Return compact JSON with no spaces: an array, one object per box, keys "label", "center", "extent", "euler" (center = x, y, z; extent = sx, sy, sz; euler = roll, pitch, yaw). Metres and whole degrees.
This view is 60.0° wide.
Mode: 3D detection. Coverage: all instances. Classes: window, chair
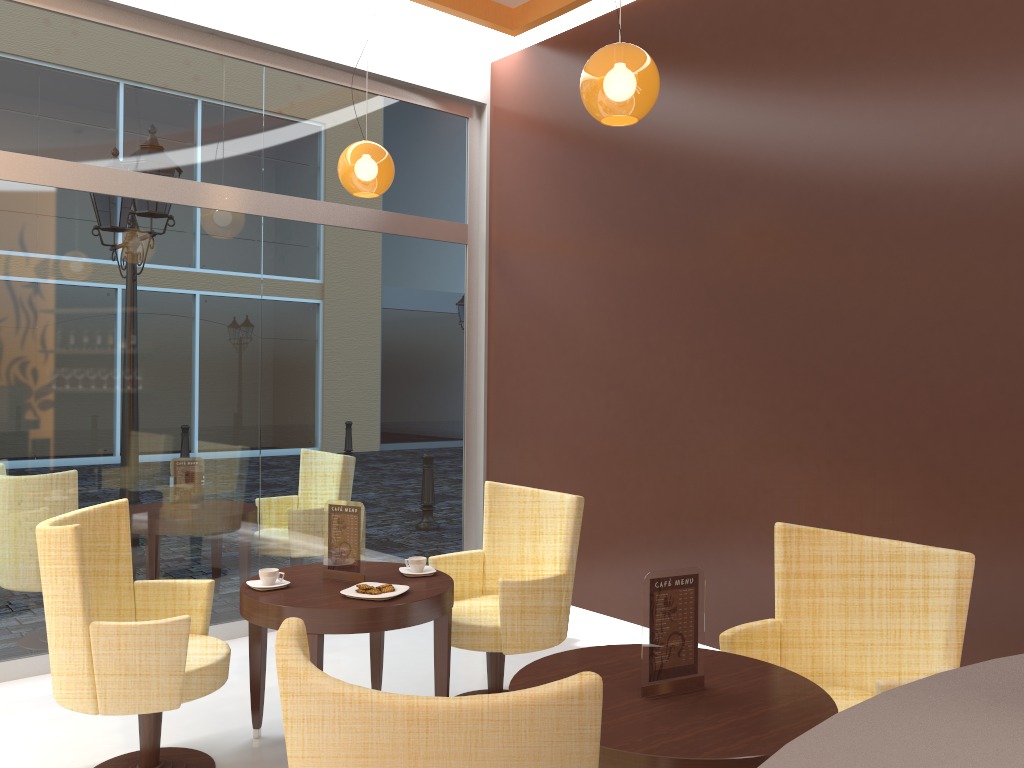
[{"label":"window","center":[-3.369,-0.273,3.709],"extent":[8.200,3.380,0.040],"euler":[1,0,-41]},{"label":"chair","center":[-0.029,1.003,4.155],"extent":[0.685,1.017,0.729],"euler":[1,0,-38]},{"label":"chair","center":[-0.109,1.004,1.810],"extent":[0.729,1.017,0.685],"euler":[1,0,27]},{"label":"chair","center":[-1.432,0.989,3.387],"extent":[0.685,1.017,0.729],"euler":[1,0,-9]},{"label":"chair","center":[1.068,1.015,2.894],"extent":[0.685,1.017,0.729],"euler":[1,0,-34]}]

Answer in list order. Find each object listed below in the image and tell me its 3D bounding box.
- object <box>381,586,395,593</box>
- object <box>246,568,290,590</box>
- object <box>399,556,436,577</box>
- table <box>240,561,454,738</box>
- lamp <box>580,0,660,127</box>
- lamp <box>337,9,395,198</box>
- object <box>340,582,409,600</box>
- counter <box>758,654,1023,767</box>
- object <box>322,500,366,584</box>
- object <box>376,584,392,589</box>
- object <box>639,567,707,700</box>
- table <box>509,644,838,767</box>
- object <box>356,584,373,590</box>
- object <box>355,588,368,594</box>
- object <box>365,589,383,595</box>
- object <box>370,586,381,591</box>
[{"label":"object","center":[-0.489,0.811,3.498],"extent":[0.052,0.018,0.055],"euler":[1,0,-17]},{"label":"object","center":[-0.988,0.789,3.596],"extent":[0.153,0.069,0.153],"euler":[1,0,-40]},{"label":"object","center":[-0.411,0.795,3.869],"extent":[0.153,0.069,0.153],"euler":[1,0,-19]},{"label":"table","center":[-0.682,1.166,3.696],"extent":[0.872,0.679,0.874],"euler":[1,0,6]},{"label":"lamp","center":[0.410,-1.734,3.319],"extent":[0.299,1.500,0.299],"euler":[1,0,27]},{"label":"lamp","center":[-0.764,-1.747,4.684],"extent":[0.299,1.500,0.299],"euler":[1,0,17]},{"label":"object","center":[-0.539,0.819,3.494],"extent":[0.234,0.020,0.234],"euler":[1,0,21]},{"label":"counter","center":[0.742,0.972,0.121],"extent":[1.586,1.100,2.917],"euler":[1,0,4]},{"label":"object","center":[-0.705,0.658,3.729],"extent":[0.209,0.335,0.042],"euler":[1,0,24]},{"label":"object","center":[-0.511,0.808,3.539],"extent":[0.051,0.018,0.054],"euler":[1,0,-42]},{"label":"object","center":[0.441,0.671,2.413],"extent":[0.209,0.335,0.042],"euler":[1,0,-27]},{"label":"table","center":[0.423,1.178,2.424],"extent":[0.872,0.679,0.874],"euler":[1,0,6]},{"label":"object","center":[-0.583,0.803,3.506],"extent":[0.052,0.016,0.055],"euler":[1,0,-42]},{"label":"object","center":[-0.581,0.811,3.470],"extent":[0.054,0.018,0.051],"euler":[1,0,7]},{"label":"object","center":[-0.538,0.811,3.454],"extent":[0.055,0.014,0.053],"euler":[1,0,32]},{"label":"object","center":[-0.554,0.815,3.518],"extent":[0.054,0.018,0.051],"euler":[1,0,37]}]
